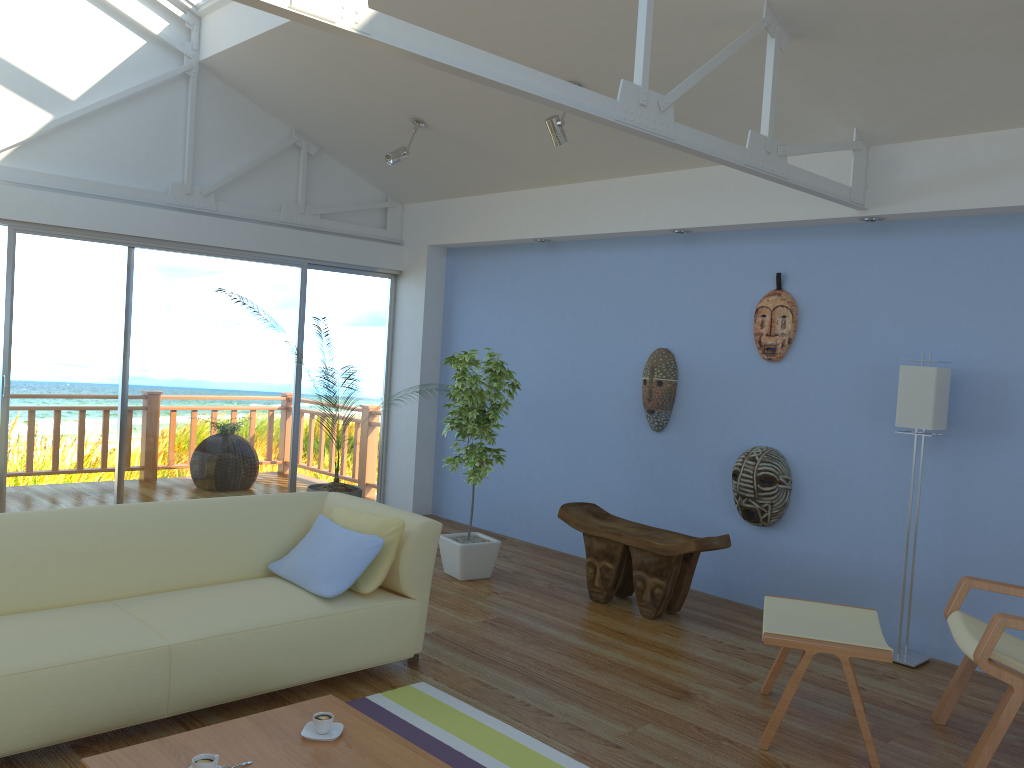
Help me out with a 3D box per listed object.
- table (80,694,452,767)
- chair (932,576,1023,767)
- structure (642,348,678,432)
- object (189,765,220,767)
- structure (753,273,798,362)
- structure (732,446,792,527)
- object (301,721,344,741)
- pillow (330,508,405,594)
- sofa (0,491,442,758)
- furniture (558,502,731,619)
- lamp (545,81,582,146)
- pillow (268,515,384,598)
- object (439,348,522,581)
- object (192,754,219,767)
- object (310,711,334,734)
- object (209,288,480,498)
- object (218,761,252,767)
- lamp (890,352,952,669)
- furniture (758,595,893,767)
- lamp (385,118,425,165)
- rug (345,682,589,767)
[{"bbox_3d":[-0.632,1.167,2.434,0.800,0.198,0.800,1,3,-44],"label":"table"},{"bbox_3d":[2.087,0.927,3.226,0.859,0.982,0.632,4,2,16],"label":"chair"},{"bbox_3d":[0.910,0.039,5.641,0.115,0.541,0.254,1,3,-44],"label":"structure"},{"bbox_3d":[-0.827,1.053,2.378,0.118,0.016,0.118,4,2,12],"label":"object"},{"bbox_3d":[1.498,-0.382,5.072,0.063,0.508,0.264,1,3,-44],"label":"structure"},{"bbox_3d":[1.389,0.592,5.072,0.185,0.466,0.359,1,3,-44],"label":"structure"},{"bbox_3d":[-0.575,1.056,2.692,0.118,0.016,0.118,4,2,1],"label":"object"},{"bbox_3d":[-0.714,0.704,3.888,0.201,0.311,0.559,1,3,-43],"label":"pillow"},{"bbox_3d":[-1.483,0.831,3.370,2.448,0.597,0.950,1,3,-44],"label":"sofa"},{"bbox_3d":[0.706,1.007,5.012,0.329,0.507,1.100,1,3,-43],"label":"furniture"},{"bbox_3d":[0.275,-1.482,4.868,0.195,0.351,0.127,2,3,-26],"label":"lamp"},{"bbox_3d":[-0.814,0.738,3.811,0.272,0.244,0.566,2,3,-41],"label":"pillow"},{"bbox_3d":[-0.212,0.481,5.411,0.495,1.409,0.699,4,2,0],"label":"object"},{"bbox_3d":[-0.827,1.029,2.385,0.062,0.049,0.078,3,2,-8],"label":"object"},{"bbox_3d":[-0.570,1.018,2.700,0.062,0.077,0.086,4,2,17],"label":"object"},{"bbox_3d":[-1.100,0.252,6.155,1.563,1.695,1.706,5,3,38],"label":"object"},{"bbox_3d":[-0.764,1.049,2.438,0.025,0.021,0.119,5,3,37],"label":"object"},{"bbox_3d":[1.976,0.604,4.356,0.200,1.520,0.200,1,3,-44],"label":"lamp"},{"bbox_3d":[1.209,1.139,3.491,0.449,0.427,0.619,4,2,16],"label":"furniture"},{"bbox_3d":[-0.710,-1.595,5.863,0.254,0.327,0.118,2,3,-26],"label":"lamp"},{"bbox_3d":[-0.651,1.274,2.448,2.100,0.018,1.400,1,3,-44],"label":"rug"}]
